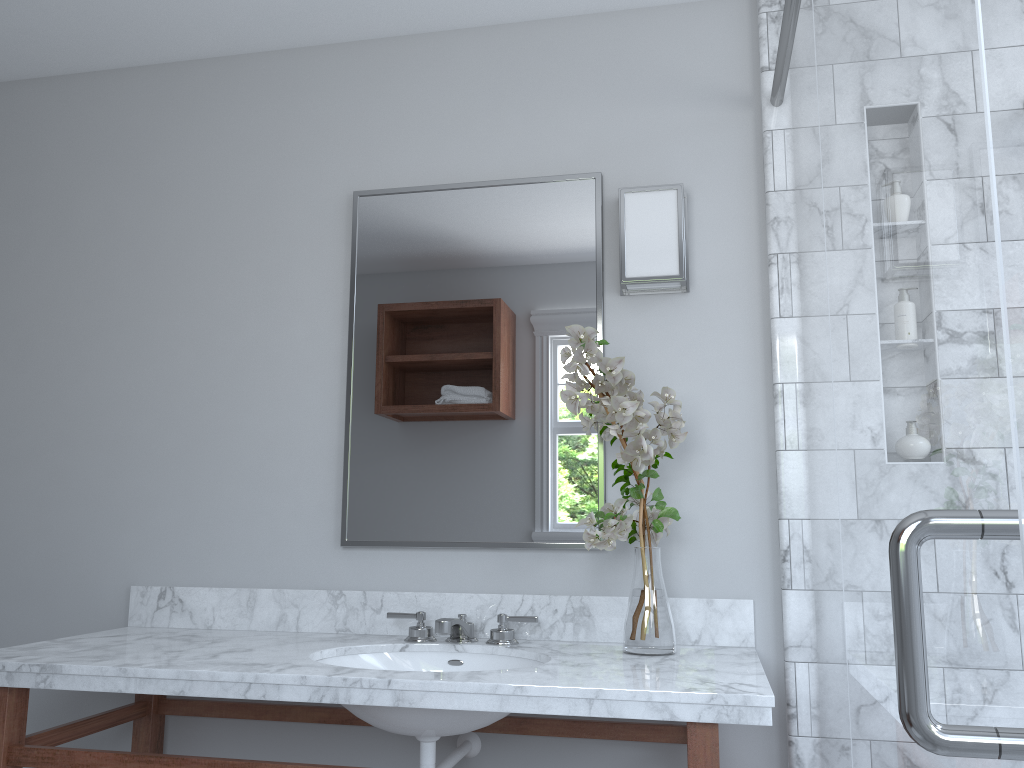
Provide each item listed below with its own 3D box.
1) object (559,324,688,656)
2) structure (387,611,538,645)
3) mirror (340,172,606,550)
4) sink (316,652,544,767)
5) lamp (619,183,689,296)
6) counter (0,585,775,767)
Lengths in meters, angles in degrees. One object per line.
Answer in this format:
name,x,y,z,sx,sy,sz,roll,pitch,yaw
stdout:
object,0.242,0.241,1.975,0.225,0.706,0.374,-8,-13,42
structure,-0.124,0.591,2.154,0.295,0.069,0.256,5,-10,-28
mirror,-0.104,-0.064,2.339,0.694,0.977,0.030,-2,-9,12
sink,-0.187,0.740,1.903,0.494,0.270,0.517,5,-10,-28
lamp,0.358,-0.369,2.256,0.175,0.266,0.091,-2,-9,12
counter,-0.307,0.971,1.899,1.657,0.983,0.638,-2,-9,12
